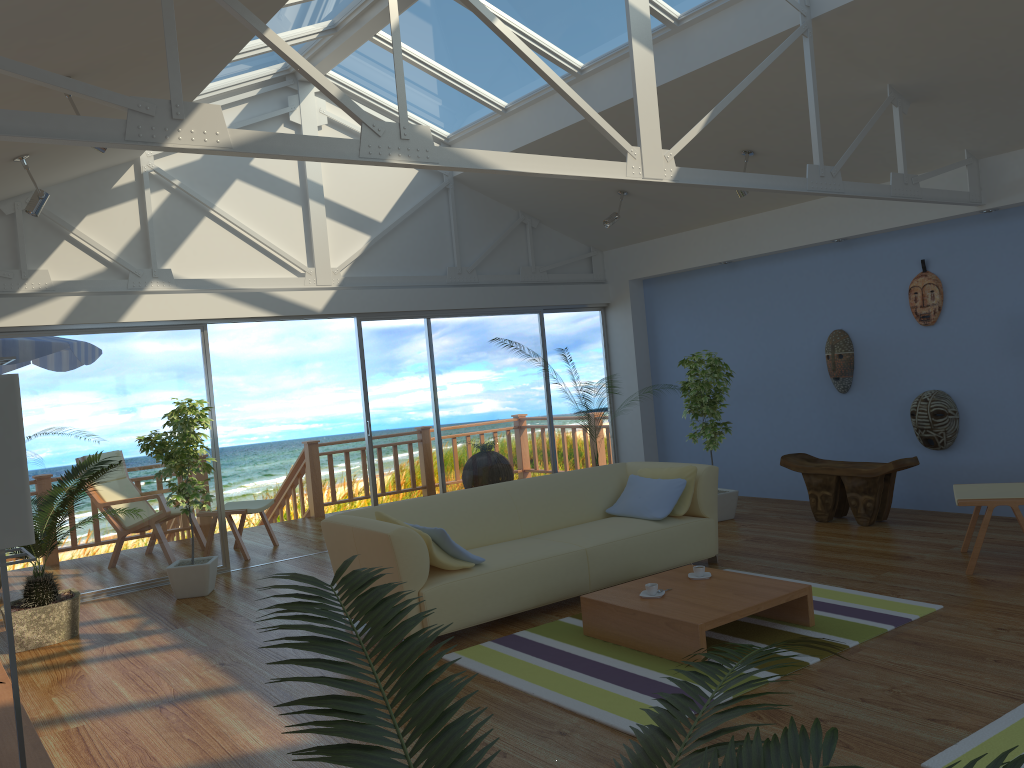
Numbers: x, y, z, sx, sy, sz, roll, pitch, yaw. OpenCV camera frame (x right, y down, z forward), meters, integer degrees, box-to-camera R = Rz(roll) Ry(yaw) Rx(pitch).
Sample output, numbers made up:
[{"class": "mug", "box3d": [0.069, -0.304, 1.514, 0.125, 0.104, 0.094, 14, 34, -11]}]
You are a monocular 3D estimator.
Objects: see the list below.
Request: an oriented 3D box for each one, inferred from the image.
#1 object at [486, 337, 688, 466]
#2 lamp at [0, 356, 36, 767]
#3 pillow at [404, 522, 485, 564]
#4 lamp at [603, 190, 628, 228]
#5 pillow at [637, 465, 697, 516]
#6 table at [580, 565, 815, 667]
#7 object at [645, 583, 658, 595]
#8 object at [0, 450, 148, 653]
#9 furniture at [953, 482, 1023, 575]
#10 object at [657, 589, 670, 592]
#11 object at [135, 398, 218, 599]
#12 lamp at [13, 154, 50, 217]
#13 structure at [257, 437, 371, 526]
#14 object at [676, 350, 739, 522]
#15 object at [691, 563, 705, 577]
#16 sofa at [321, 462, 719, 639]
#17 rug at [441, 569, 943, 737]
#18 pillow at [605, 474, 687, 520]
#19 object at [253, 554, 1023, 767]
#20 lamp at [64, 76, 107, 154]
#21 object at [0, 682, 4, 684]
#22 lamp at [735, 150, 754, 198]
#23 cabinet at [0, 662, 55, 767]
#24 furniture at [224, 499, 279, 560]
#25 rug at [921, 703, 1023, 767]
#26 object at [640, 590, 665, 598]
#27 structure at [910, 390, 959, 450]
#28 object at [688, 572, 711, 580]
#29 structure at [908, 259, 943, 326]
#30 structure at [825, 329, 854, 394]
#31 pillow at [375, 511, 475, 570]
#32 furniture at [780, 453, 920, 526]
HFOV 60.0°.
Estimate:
[{"class": "object", "box3d": [0.848, 0.336, 8.174, 1.706, 1.695, 1.563, -6, 1, -44]}, {"class": "lamp", "box3d": [-0.924, 0.679, 1.582, 0.200, 1.520, 0.200, -6, 1, -35]}, {"class": "pillow", "box3d": [-0.407, 0.871, 4.891, 0.272, 0.244, 0.566, -6, 1, -38]}, {"class": "lamp", "box3d": [0.917, -1.553, 7.893, 0.254, 0.327, 0.118, -5, 1, -18]}, {"class": "pillow", "box3d": [0.968, 0.695, 5.861, 0.201, 0.311, 0.559, -6, 1, -35]}, {"class": "table", "box3d": [0.908, 1.122, 4.396, 0.800, 0.198, 0.800, -6, 1, -35]}, {"class": "object", "box3d": [0.690, 1.014, 4.378, 0.062, 0.049, 0.078, -5, 1, 0]}, {"class": "object", "box3d": [-3.000, 1.029, 5.401, 1.488, 1.093, 1.413, -5, 1, 37]}, {"class": "furniture", "box3d": [2.857, 0.832, 5.185, 0.449, 0.427, 0.619, -5, 1, 25]}, {"class": "object", "box3d": [0.762, 1.025, 4.422, 0.119, 0.021, 0.025, -6, 1, -45]}, {"class": "object", "box3d": [-2.278, 0.791, 6.303, 0.699, 1.409, 0.495, -5, 1, 28]}, {"class": "lamp", "box3d": [-2.820, -1.161, 5.208, 0.125, 0.353, 0.194, -5, 1, 37]}, {"class": "structure", "box3d": [-2.660, 1.549, 9.372, 6.950, 2.064, 4.086, -6, 1, -35]}, {"class": "object", "box3d": [1.644, 0.419, 7.306, 0.495, 1.409, 0.699, -5, 1, 8]}, {"class": "object", "box3d": [0.984, 0.969, 4.654, 0.062, 0.077, 0.086, -5, 1, 25]}, {"class": "sofa", "box3d": [0.159, 0.929, 5.451, 2.448, 0.597, 0.950, -6, 1, -35]}, {"class": "rug", "box3d": [0.907, 1.231, 4.408, 2.100, 0.018, 1.400, -6, 1, -35]}, {"class": "pillow", "box3d": [0.863, 0.743, 5.798, 0.272, 0.244, 0.566, -6, 1, -33]}, {"class": "object", "box3d": [0.115, 0.808, 0.949, 1.413, 1.093, 1.488, -5, 1, -3]}, {"class": "lamp", "box3d": [-1.989, -1.234, 4.090, 0.118, 0.327, 0.254, -5, 1, 37]}, {"class": "object", "box3d": [-1.685, 0.926, 2.593, 0.379, 0.222, 0.143, -5, 1, 7]}, {"class": "lamp", "box3d": [1.756, -1.602, 6.767, 0.195, 0.351, 0.127, -5, 1, -18]}, {"class": "cabinet", "box3d": [-1.714, 1.264, 2.647, 0.500, 0.468, 1.911, -6, 1, -35]}, {"class": "furniture", "box3d": [-2.389, 1.273, 7.772, 0.449, 0.427, 0.619, -5, 1, 10]}, {"class": "rug", "box3d": [2.254, 1.136, 2.455, 1.135, 0.018, 1.702, -6, 1, -35]}, {"class": "object", "box3d": [0.692, 1.038, 4.371, 0.118, 0.016, 0.118, -5, 1, 20]}, {"class": "structure", "box3d": [3.179, 0.285, 6.743, 0.185, 0.466, 0.359, -6, 1, -35]}, {"class": "object", "box3d": [0.984, 1.007, 4.647, 0.118, 0.016, 0.118, -5, 1, 9]}, {"class": "structure", "box3d": [3.143, -0.695, 6.761, 0.063, 0.508, 0.264, -6, 1, -35]}, {"class": "structure", "box3d": [2.710, -0.183, 7.392, 0.115, 0.541, 0.254, -6, 1, -35]}, {"class": "pillow", "box3d": [-0.484, 0.842, 4.828, 0.275, 0.312, 0.571, -6, 1, -38]}, {"class": "furniture", "box3d": [2.562, 0.796, 6.765, 0.329, 0.507, 1.100, -6, 1, -35]}]
